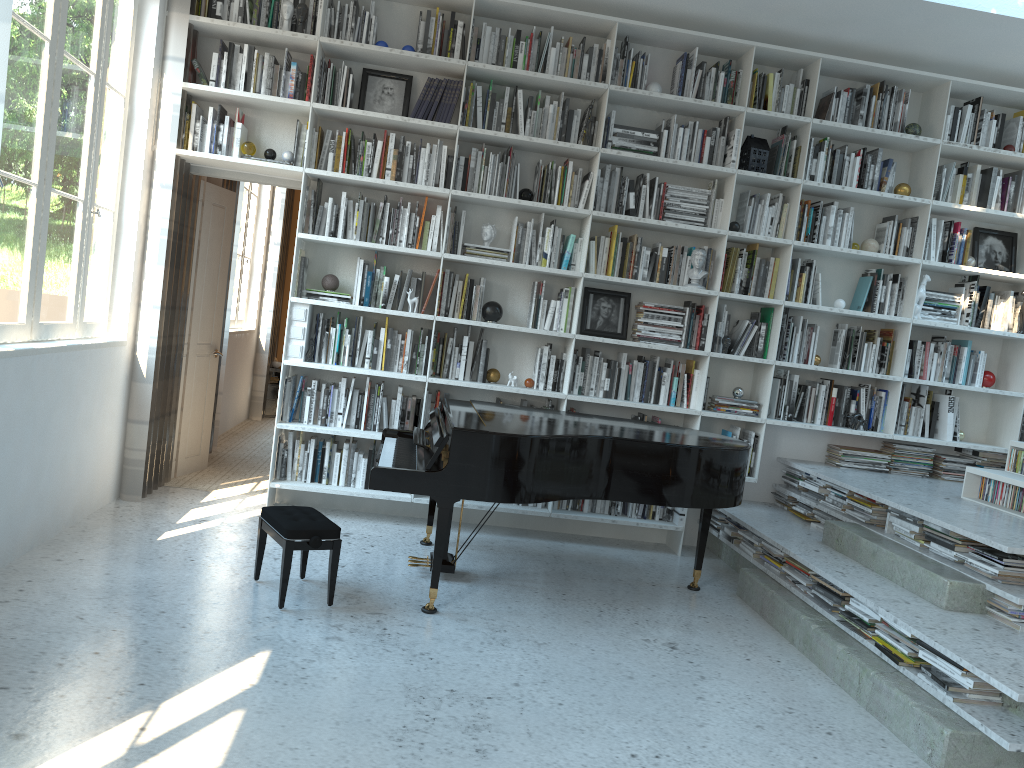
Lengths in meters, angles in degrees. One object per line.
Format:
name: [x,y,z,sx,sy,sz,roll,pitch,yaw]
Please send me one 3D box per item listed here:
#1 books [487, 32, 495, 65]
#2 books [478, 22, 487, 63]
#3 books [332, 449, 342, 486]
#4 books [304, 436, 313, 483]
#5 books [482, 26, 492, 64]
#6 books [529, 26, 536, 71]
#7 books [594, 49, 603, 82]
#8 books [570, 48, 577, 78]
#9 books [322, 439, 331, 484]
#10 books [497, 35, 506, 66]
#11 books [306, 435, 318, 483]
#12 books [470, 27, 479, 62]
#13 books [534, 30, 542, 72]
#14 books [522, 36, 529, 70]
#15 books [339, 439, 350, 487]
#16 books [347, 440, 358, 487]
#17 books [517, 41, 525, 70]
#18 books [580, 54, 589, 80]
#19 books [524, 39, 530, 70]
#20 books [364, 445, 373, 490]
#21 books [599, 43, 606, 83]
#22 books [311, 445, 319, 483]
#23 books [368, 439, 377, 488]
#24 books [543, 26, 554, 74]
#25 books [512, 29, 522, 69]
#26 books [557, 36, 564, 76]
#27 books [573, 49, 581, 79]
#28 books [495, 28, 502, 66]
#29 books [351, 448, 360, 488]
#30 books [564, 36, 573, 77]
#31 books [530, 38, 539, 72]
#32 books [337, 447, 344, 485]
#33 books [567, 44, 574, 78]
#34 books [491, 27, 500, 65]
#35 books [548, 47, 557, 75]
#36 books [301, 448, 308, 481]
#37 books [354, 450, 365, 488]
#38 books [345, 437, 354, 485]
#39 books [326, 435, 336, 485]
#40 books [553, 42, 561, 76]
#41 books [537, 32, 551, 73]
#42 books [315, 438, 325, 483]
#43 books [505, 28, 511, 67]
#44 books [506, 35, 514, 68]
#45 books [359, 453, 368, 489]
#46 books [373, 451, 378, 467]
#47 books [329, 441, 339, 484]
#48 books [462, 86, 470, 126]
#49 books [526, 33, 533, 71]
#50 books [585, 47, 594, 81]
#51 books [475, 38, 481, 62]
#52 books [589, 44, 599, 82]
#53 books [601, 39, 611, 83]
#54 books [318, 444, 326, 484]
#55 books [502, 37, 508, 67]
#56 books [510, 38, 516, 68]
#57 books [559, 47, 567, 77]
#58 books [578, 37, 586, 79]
books: [-0.132,-1.963,5.297,0.023,0.220,0.181,7,4,-7]
books: [-0.184,-2.000,5.312,0.021,0.279,0.140,7,4,-7]
books: [-1.065,0.505,5.407,0.030,0.202,0.168,7,4,-7]
books: [-1.231,0.455,5.382,0.013,0.262,0.174,7,4,-7]
books: [-0.157,-1.983,5.297,0.031,0.255,0.145,7,4,-7]
books: [0.108,-1.972,5.323,0.010,0.299,0.150,7,4,-7]
books: [0.508,-1.886,5.366,0.026,0.225,0.172,7,4,-7]
books: [0.355,-1.895,5.342,0.013,0.207,0.177,7,4,-7]
books: [-1.126,0.469,5.416,0.027,0.257,0.160,7,4,-7]
books: [-0.071,-1.948,5.291,0.029,0.208,0.178,7,4,-7]
books: [-1.214,0.454,5.390,0.023,0.266,0.177,7,4,-7]
books: [-0.232,-1.984,5.283,0.029,0.237,0.156,7,4,-7]
books: [0.147,-1.956,5.326,0.013,0.276,0.164,7,4,-7]
books: [0.068,-1.945,5.326,0.013,0.235,0.154,7,4,-7]
books: [-1.018,0.479,5.414,0.031,0.266,0.186,7,4,-7]
books: [-0.976,0.484,5.419,0.025,0.266,0.159,7,4,-7]
books: [0.044,-1.932,5.328,0.030,0.201,0.152,7,4,-7]
books: [0.422,-1.876,5.360,0.031,0.185,0.176,7,4,-7]
books: [0.080,-1.934,5.321,0.011,0.216,0.160,7,4,-7]
books: [-0.874,0.508,5.424,0.023,0.244,0.188,7,4,-7]
books: [0.529,-1.904,5.374,0.014,0.267,0.171,7,4,-7]
books: [-1.197,0.486,5.411,0.022,0.206,0.158,7,4,-7]
books: [-0.855,0.475,5.454,0.013,0.310,0.130,7,4,-7]
books: [0.212,-1.968,5.343,0.014,0.315,0.166,7,4,-7]
books: [0.018,-1.969,5.331,0.028,0.268,0.151,7,4,-7]
books: [0.279,-1.937,5.354,0.014,0.269,0.156,7,4,-7]
books: [0.374,-1.889,5.342,0.026,0.200,0.187,7,4,-7]
books: [-0.090,-1.972,5.299,0.012,0.250,0.174,7,4,-7]
books: [-0.957,0.510,5.423,0.021,0.218,0.190,7,4,-7]
books: [0.323,-1.929,5.341,0.014,0.266,0.192,7,4,-7]
books: [0.122,-1.940,5.339,0.029,0.236,0.130,7,4,-7]
books: [-1.046,0.501,5.439,0.014,0.211,0.145,7,4,-7]
books: [0.338,-1.909,5.351,0.021,0.229,0.160,7,4,-7]
books: [-0.107,-1.975,5.302,0.023,0.251,0.170,7,4,-7]
books: [0.227,-1.903,5.342,0.031,0.190,0.181,7,4,-7]
books: [-1.255,0.489,5.402,0.022,0.186,0.145,7,4,-7]
books: [-0.933,0.519,5.426,0.028,0.206,0.171,7,4,-7]
books: [-0.995,0.461,5.433,0.014,0.305,0.139,7,4,-7]
books: [-1.102,0.451,5.402,0.013,0.301,0.183,7,4,-7]
books: [0.257,-1.923,5.352,0.026,0.236,0.134,7,4,-7]
books: [0.178,-1.950,5.327,0.052,0.273,0.172,7,4,-7]
books: [-1.173,0.465,5.415,0.022,0.252,0.139,7,4,-7]
books: [-0.035,-1.973,5.308,0.010,0.264,0.160,7,4,-7]
books: [-0.023,-1.958,5.337,0.025,0.235,0.129,7,4,-7]
books: [-0.904,0.533,5.423,0.031,0.188,0.189,7,4,-7]
books: [-0.843,0.525,5.459,0.024,0.214,0.136,7,4,-7]
books: [-1.091,0.478,5.427,0.022,0.247,0.134,7,4,-7]
books: [-0.280,-1.629,5.301,0.023,0.256,0.174,7,4,-7]
books: [0.094,-1.950,5.321,0.013,0.252,0.183,7,4,-7]
books: [0.452,-1.899,5.371,0.026,0.237,0.149,7,4,-7]
books: [-0.211,-1.955,5.303,0.024,0.183,0.133,7,4,-7]
books: [0.480,-1.908,5.382,0.030,0.261,0.151,7,4,-7]
books: [0.551,-1.912,5.371,0.026,0.289,0.176,7,4,-7]
books: [-1.152,0.484,5.409,0.022,0.221,0.163,7,4,-7]
books: [-0.051,-1.946,5.307,0.015,0.207,0.166,7,4,-7]
books: [-0.005,-1.946,5.332,0.012,0.216,0.150,7,4,-7]
books: [0.296,-1.908,5.368,0.029,0.214,0.141,7,4,-7]
books: [0.407,-1.929,5.359,0.013,0.286,0.159,7,4,-7]
